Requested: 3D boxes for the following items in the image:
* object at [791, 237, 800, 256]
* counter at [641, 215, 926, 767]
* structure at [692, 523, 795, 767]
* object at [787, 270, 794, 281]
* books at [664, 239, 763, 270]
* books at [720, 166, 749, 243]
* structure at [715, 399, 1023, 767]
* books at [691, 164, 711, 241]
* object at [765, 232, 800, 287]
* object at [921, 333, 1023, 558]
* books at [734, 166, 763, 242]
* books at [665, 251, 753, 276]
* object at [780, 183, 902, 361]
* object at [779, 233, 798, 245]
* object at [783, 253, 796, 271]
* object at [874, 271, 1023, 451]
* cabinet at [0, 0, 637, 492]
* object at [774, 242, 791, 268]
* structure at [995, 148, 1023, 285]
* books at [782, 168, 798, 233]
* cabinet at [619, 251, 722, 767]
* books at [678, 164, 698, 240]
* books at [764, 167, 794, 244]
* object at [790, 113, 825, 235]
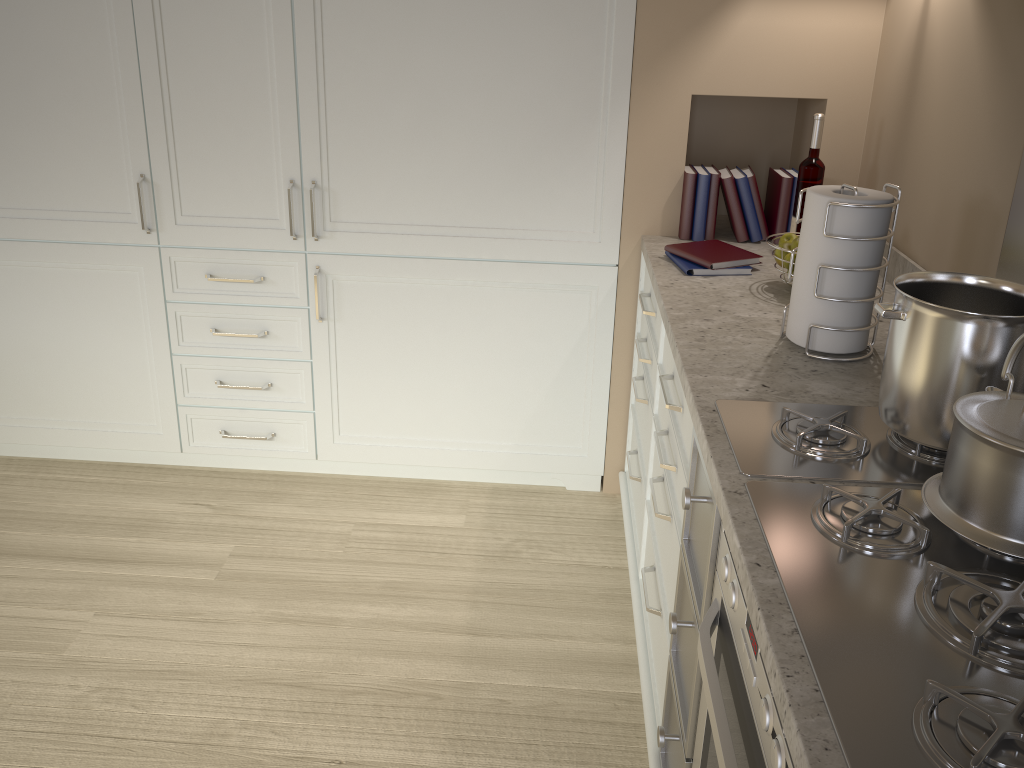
[{"bbox_3d":[0.628,-0.296,1.915,0.047,0.044,0.048,3,22,3],"label":"object"},{"bbox_3d":[0.549,0.230,0.909,0.578,0.111,3.942,3,23,3],"label":"counter"},{"bbox_3d":[0.516,0.577,1.039,0.579,0.680,0.554,3,21,3],"label":"structure"},{"bbox_3d":[0.651,-0.256,2.013,0.048,0.047,0.049,7,22,13],"label":"object"},{"bbox_3d":[0.495,-0.319,2.176,0.165,0.017,0.186,-10,26,-25],"label":"books"},{"bbox_3d":[0.606,-0.497,2.434,0.091,0.178,0.170,4,22,5],"label":"books"},{"bbox_3d":[0.491,0.233,0.913,0.398,0.030,1.075,3,23,3],"label":"structure"},{"bbox_3d":[0.511,-0.500,2.432,0.032,0.178,0.168,3,22,3],"label":"books"},{"bbox_3d":[0.667,-0.261,1.978,0.208,0.107,0.209,-17,29,-38],"label":"object"},{"bbox_3d":[0.607,0.048,1.021,0.211,0.231,0.212,17,26,34],"label":"object"},{"bbox_3d":[0.639,-0.496,2.432,0.092,0.178,0.168,3,22,3],"label":"books"},{"bbox_3d":[0.481,-0.300,2.173,0.164,0.017,0.187,-1,23,-7],"label":"books"},{"bbox_3d":[0.603,-0.214,1.620,0.163,0.297,0.172,-3,21,-12],"label":"object"},{"bbox_3d":[0.633,-0.320,2.015,0.047,0.047,0.048,-13,26,-32],"label":"object"},{"bbox_3d":[0.616,-0.269,1.943,0.040,0.039,0.040,0,22,-5],"label":"object"},{"bbox_3d":[0.628,-0.031,1.245,0.203,0.202,0.204,-15,27,-36],"label":"object"},{"bbox_3d":[-0.773,-0.887,2.605,2.343,2.284,0.627,3,20,3],"label":"cabinet"},{"bbox_3d":[0.618,-0.287,1.982,0.058,0.056,0.059,-10,25,-28],"label":"object"},{"bbox_3d":[0.619,-0.496,0.644,0.447,1.639,1.597,3,22,3],"label":"structure"},{"bbox_3d":[0.762,-0.490,2.426,0.032,0.178,0.168,3,22,3],"label":"books"},{"bbox_3d":[0.548,0.633,1.063,0.642,0.774,3.287,3,23,3],"label":"cabinet"},{"bbox_3d":[0.480,-0.507,2.449,0.032,0.178,0.168,3,22,3],"label":"books"},{"bbox_3d":[0.730,-0.492,2.431,0.032,0.178,0.168,3,22,3],"label":"books"},{"bbox_3d":[0.736,-0.485,2.191,0.062,0.357,0.063,13,23,27],"label":"object"}]
